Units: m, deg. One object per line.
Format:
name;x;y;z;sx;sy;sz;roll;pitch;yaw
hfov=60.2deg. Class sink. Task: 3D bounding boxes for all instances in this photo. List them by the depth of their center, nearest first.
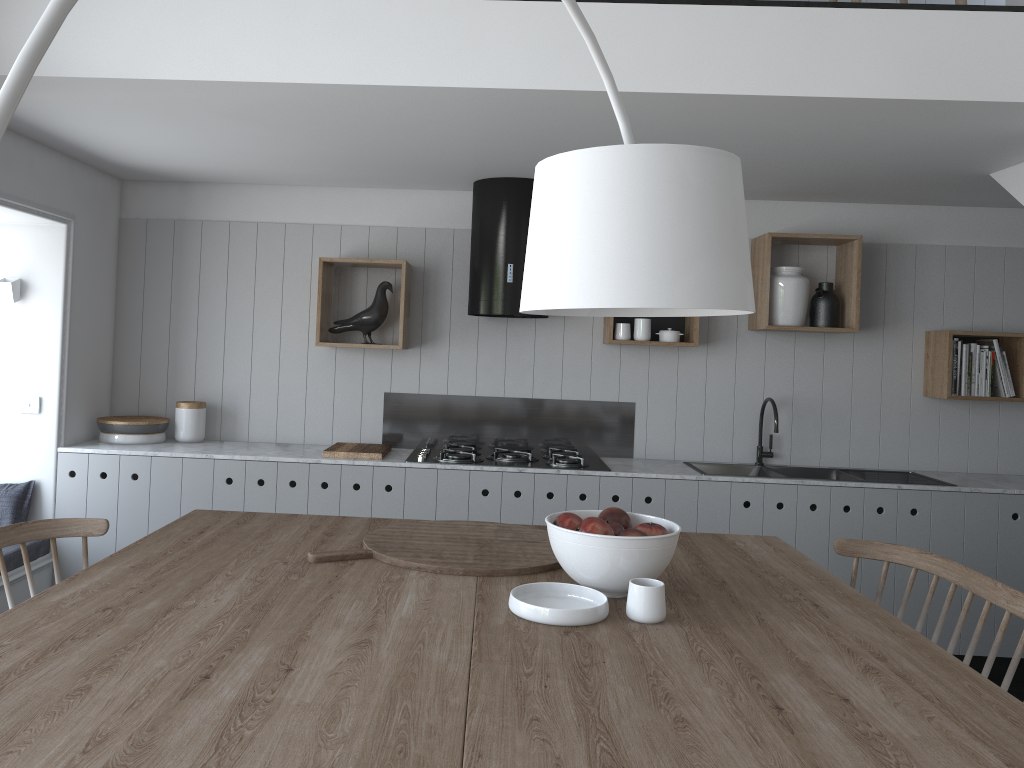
sink;1.480;0.522;4.363;1.178;0.166;0.452;2;2;2

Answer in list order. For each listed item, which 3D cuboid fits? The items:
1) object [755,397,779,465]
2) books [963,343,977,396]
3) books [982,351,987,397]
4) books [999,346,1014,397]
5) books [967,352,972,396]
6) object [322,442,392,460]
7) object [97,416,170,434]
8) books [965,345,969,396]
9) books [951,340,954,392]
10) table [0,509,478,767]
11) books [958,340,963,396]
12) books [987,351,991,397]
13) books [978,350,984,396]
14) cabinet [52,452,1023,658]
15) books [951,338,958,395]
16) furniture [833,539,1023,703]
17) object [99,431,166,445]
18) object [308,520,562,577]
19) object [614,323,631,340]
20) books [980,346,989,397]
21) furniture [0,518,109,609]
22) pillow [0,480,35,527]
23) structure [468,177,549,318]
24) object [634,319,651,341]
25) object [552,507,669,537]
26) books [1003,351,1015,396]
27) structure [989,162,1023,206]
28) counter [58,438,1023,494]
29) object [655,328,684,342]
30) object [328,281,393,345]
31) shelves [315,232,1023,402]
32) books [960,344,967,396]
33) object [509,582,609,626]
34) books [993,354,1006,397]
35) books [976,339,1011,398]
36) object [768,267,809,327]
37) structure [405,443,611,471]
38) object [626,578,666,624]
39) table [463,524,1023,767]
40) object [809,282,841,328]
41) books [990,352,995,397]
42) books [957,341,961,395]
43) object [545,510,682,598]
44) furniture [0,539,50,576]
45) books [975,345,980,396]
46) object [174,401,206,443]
object;1.327;0.256;4.508;0.090;0.375;0.289;2;1;-1
books;2.310;-0.074;4.503;0.025;0.264;0.160;2;0;-1
books;2.359;-0.053;4.481;0.011;0.227;0.143;2;0;-1
books;2.465;-0.065;4.474;0.076;0.248;0.142;2;0;0
books;2.288;-0.053;4.491;0.018;0.220;0.152;2;0;-1
object;-0.778;0.337;4.478;0.291;0.030;0.400;2;2;0
object;-1.983;0.214;4.630;0.349;0.066;0.370;0;3;-40
books;2.272;-0.072;4.499;0.014;0.257;0.163;2;0;-1
books;2.198;-0.088;4.529;0.013;0.281;0.210;2;0;-1
table;-0.562;0.844;1.836;0.936;0.750;2.042;2;2;-1
books;2.245;-0.087;4.535;0.011;0.281;0.227;2;1;-1
books;2.381;-0.051;4.478;0.011;0.228;0.143;2;0;-1
books;2.346;-0.058;4.489;0.016;0.234;0.149;2;0;-1
cabinet;0.858;0.826;4.131;6.128;0.748;0.010;2;-1;2
books;2.216;-0.090;4.520;0.021;0.286;0.206;2;0;-1
furniture;0.871;0.868;1.845;0.544;0.811;1.361;2;2;-1
object;-1.985;0.273;4.629;0.335;0.055;0.316;4;3;40
object;-0.130;0.451;2.433;0.610;0.023;0.663;3;3;23
object;0.566;-0.265;4.521;0.086;0.088;0.081;3;1;37
books;2.370;-0.067;4.486;0.011;0.254;0.142;2;0;-1
furniture;-1.060;0.799;1.729;0.544;0.811;1.361;2;2;-1
pillow;-2.480;0.603;4.213;0.403;0.293;0.181;2;0;2
structure;-0.003;-0.781;4.537;0.402;0.869;0.426;2;0;-43
object;0.667;-0.275;4.517;0.086;0.116;0.085;2;0;1
object;0.234;0.386;2.069;0.244;0.167;0.243;1;2;-39
books;2.479;-0.054;4.477;0.069;0.222;0.143;2;0;0
structure;2.596;0.198;2.210;1.056;2.631;3.605;2;1;-1
counter;0.868;0.427;4.419;6.131;0.020;0.579;2;2;2
object;0.809;-0.251;4.538;0.126;0.073;0.111;2;2;-21
object;-0.794;-0.377;4.640;0.335;0.334;0.139;2;0;3
shelves;0.796;-0.383;4.567;3.581;0.798;0.299;2;0;2
books;2.258;-0.073;4.490;0.014;0.257;0.163;2;0;-1
object;0.100;0.473;1.906;0.211;0.035;0.219;1;2;-20
books;2.435;-0.045;4.484;0.070;0.222;0.143;2;0;0
books;2.443;-0.081;4.484;0.097;0.290;0.157;2;0;0
object;1.403;-0.444;4.538;0.223;0.301;0.234;2;1;-26
structure;-0.025;0.358;4.460;0.984;0.048;0.554;2;2;1
object;0.285;0.460;1.874;0.084;0.079;0.083;2;1;1
table;0.375;0.881;1.798;0.936;0.750;2.042;2;2;-1
object;1.613;-0.402;4.539;0.159;0.236;0.153;2;0;-2
books;2.394;-0.050;4.474;0.015;0.224;0.142;2;0;-1
books;2.233;-0.088;4.528;0.013;0.282;0.219;2;1;-1
object;0.232;0.407;2.073;0.314;0.164;0.315;2;2;-2
furniture;-2.503;0.775;3.752;0.596;0.115;1.051;2;2;0
books;2.330;-0.070;4.501;0.014;0.257;0.163;2;0;-1
object;-1.706;0.202;4.684;0.150;0.213;0.158;2;0;-31
